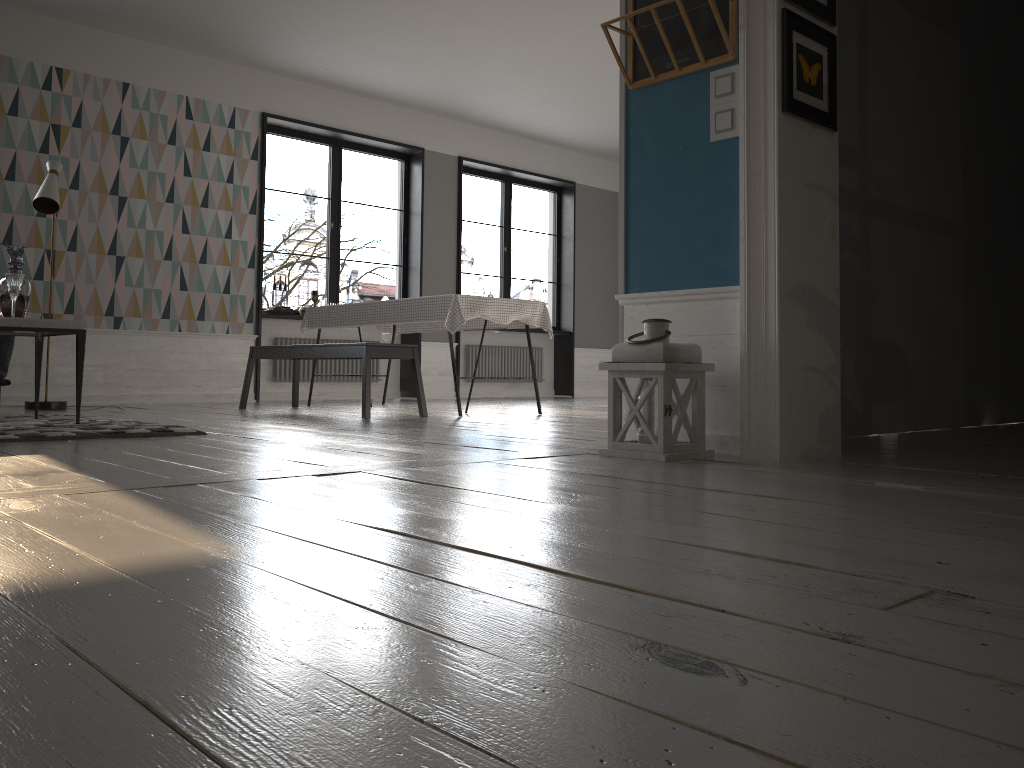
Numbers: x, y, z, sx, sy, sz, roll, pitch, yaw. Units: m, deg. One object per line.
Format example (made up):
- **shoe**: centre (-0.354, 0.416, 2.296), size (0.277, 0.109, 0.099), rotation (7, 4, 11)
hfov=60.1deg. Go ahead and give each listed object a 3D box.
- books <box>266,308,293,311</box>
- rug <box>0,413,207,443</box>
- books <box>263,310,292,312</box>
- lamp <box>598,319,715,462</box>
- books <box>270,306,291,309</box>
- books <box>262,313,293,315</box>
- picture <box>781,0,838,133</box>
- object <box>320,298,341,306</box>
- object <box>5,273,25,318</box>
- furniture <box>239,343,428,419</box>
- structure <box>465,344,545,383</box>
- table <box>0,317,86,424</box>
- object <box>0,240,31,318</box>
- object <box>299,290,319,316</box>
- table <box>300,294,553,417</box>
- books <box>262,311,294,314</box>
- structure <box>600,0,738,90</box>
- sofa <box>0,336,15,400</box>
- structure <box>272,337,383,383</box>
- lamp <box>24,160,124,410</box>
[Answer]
- **books**: centre (-2.156, -0.689, 8.202), size (0.198, 0.022, 0.162), rotation (0, 1, -42)
- **rug**: centre (-2.860, 0.194, 3.669), size (2.523, 0.034, 1.769), rotation (0, 1, -42)
- **books**: centre (-2.178, -0.672, 8.190), size (0.216, 0.011, 0.174), rotation (0, 1, -37)
- **lamp**: centre (0.503, 0.011, 3.080), size (0.286, 0.479, 0.286), rotation (3, -3, -44)
- **books**: centre (-2.150, -0.709, 8.203), size (0.153, 0.017, 0.123), rotation (0, 1, -41)
- **books**: centre (-2.185, -0.643, 8.180), size (0.267, 0.011, 0.161), rotation (0, 1, -40)
- **picture**: centre (1.710, -1.282, 2.427), size (0.358, 0.755, 1.944), rotation (3, -1, -43)
- **object**: centre (-1.753, -0.733, 8.582), size (0.267, 0.193, 0.153), rotation (1, -2, -43)
- **object**: centre (-2.433, -0.419, 4.322), size (0.082, 0.228, 0.167), rotation (2, -2, -31)
- **furniture**: centre (-1.259, -0.034, 6.024), size (0.465, 0.457, 1.668), rotation (2, 0, -43)
- **structure**: centre (-0.070, -0.228, 10.288), size (1.221, 0.429, 0.148), rotation (0, -2, -44)
- **table**: centre (-2.797, -0.050, 3.950), size (1.454, 0.512, 0.731), rotation (0, 0, -43)
- **object**: centre (-2.535, -0.521, 4.516), size (0.148, 0.418, 0.155), rotation (2, -3, -23)
- **object**: centre (-1.928, -0.766, 8.410), size (0.194, 0.258, 0.115), rotation (2, -3, -33)
- **table**: centre (-0.698, -0.201, 6.588), size (0.930, 0.786, 2.024), rotation (1, 0, -43)
- **books**: centre (-2.188, -0.658, 8.187), size (0.271, 0.019, 0.183), rotation (0, 1, -43)
- **structure**: centre (0.574, -1.544, 3.284), size (0.185, 0.778, 0.494), rotation (3, -3, -43)
- **sofa**: centre (-4.018, -0.208, 4.678), size (2.337, 0.800, 0.969), rotation (0, 0, -43)
- **structure**: centre (-1.797, -0.228, 8.704), size (1.221, 0.429, 0.148), rotation (0, -2, -44)
- **lamp**: centre (-3.202, -0.685, 6.317), size (0.678, 1.708, 1.245), rotation (3, -3, -44)
